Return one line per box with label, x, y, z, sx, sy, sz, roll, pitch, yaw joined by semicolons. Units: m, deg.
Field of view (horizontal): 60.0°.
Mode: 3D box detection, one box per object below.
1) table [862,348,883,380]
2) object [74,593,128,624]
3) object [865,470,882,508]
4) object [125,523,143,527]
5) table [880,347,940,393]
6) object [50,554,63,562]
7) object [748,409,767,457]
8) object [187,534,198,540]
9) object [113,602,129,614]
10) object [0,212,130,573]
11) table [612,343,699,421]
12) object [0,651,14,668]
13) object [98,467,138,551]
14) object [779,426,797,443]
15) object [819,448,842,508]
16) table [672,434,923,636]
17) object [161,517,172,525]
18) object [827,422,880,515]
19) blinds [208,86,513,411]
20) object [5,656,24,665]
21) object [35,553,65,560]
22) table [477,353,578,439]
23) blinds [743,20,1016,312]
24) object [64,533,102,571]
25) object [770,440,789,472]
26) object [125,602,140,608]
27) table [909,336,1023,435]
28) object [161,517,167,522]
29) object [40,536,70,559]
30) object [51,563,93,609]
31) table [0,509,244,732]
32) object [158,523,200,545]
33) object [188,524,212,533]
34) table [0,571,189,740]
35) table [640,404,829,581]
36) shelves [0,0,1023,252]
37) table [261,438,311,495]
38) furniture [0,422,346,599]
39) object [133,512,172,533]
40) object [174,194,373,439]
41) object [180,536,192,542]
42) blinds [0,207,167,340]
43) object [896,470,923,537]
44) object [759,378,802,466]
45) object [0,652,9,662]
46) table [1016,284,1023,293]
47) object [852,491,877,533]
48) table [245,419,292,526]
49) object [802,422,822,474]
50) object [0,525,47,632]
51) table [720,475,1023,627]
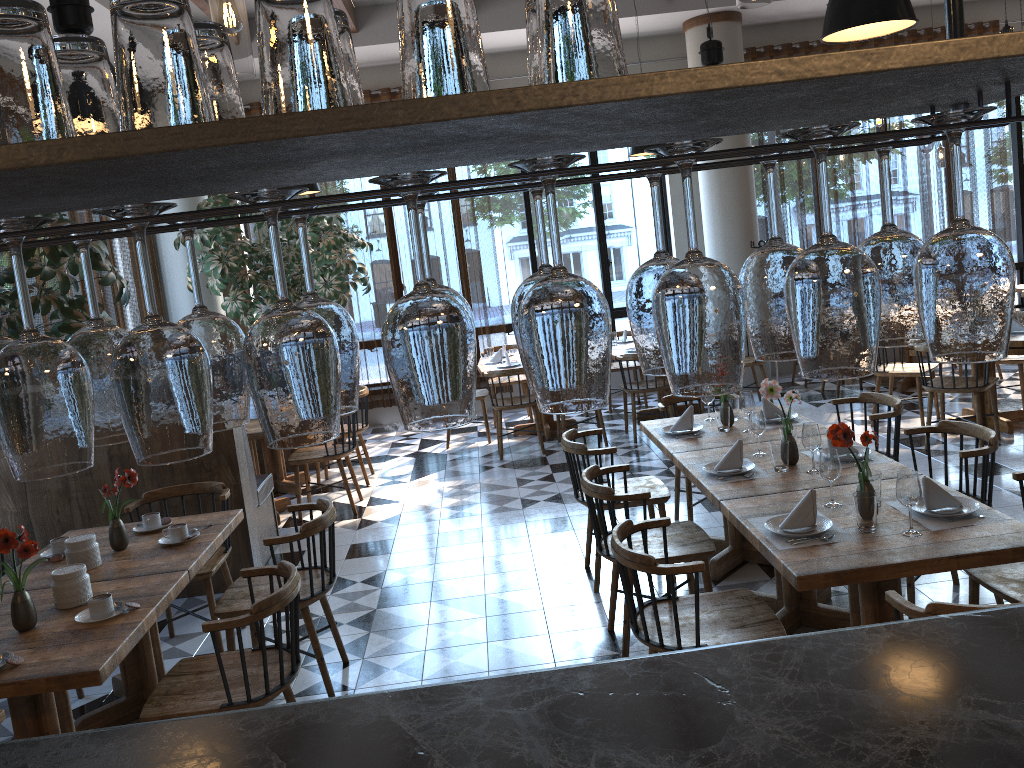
table;4.002;-0.476;9.898;0.850;0.760;0.854;-7;8;-2
object;-1.444;0.783;3.114;0.176;0.066;0.176;-14;11;-40
object;1.338;0.394;3.300;0.080;0.131;0.080;-3;8;28
object;-1.819;0.676;4.246;0.155;0.023;0.034;-3;9;25
table;4.043;-0.350;9.047;0.850;0.760;0.854;-7;8;-2
object;-1.977;0.755;3.848;0.053;0.025;0.049;-10;9;-24
object;1.169;0.232;4.213;0.081;0.214;0.081;-12;8;-38
object;-1.413;0.677;3.917;0.050;0.023;0.052;-8;8;-6
object;-1.379;0.794;3.127;0.034;0.012;0.156;-14;11;-39
object;-2.695;0.107;4.569;1.484;2.768;1.758;-9;7;-21
table;1.552;-0.044;8.965;1.214;0.760;1.222;-7;8;2
object;-1.664;0.860;2.777;0.176;0.066;0.176;-8;8;-10
object;-1.715;0.548;3.908;0.172;0.353;0.156;-13;9;-43
object;1.297;0.269;4.147;0.080;0.131;0.080;-3;8;28
object;1.210;0.357;3.365;0.081;0.214;0.081;-8;7;-10
table;1.288;0.735;4.077;0.850;0.760;0.854;-7;8;-2
object;-1.650;0.654;4.233;0.052;0.023;0.051;-7;8;-4
object;1.233;0.309;3.196;0.171;0.353;0.157;-2;8;35
blinds;-1.780;-1.479;10.102;3.198;3.565;0.156;-7;6;-2
object;-1.563;0.869;2.785;0.049;0.025;0.053;-9;8;-13
object;-2.001;0.752;3.880;0.156;0.012;0.034;-12;10;-30
table;0.301;0.110;8.921;1.214;0.760;1.222;-7;8;2
blinds;6.210;-2.464;10.379;7.266;3.565;0.160;-7;6;-2
object;-1.793;0.704;3.699;0.129;0.128;0.130;0;10;42
object;1.184;0.319;3.910;0.080;0.131;0.080;-5;7;13
object;-1.352;0.787;3.156;0.049;0.025;0.053;-12;10;-33
table;3.808;-0.032;7.149;0.864;0.760;0.869;0;10;43
object;-1.677;0.657;4.253;0.052;0.023;0.051;-7;8;-4
object;-2.005;0.723;3.941;0.176;0.066;0.176;1;11;43
object;-1.635;0.748;3.287;0.129;0.128;0.130;0;10;42
table;-1.682;1.102;3.965;0.850;0.760;0.854;-7;8;-2
object;-1.481;0.662;3.935;0.175;0.066;0.177;-5;9;13
object;-1.427;0.658;4.059;0.034;0.023;0.156;-3;9;23
table;-1.641;1.227;3.116;0.850;0.760;0.854;-7;8;-2
table;1.248;0.610;4.924;0.850;0.760;0.854;-7;8;-2
shelves;-0.670;-0.984;0.629;5.864;1.788;0.685;-7;7;-2
table;-2.098;0.570;7.764;0.850;0.760;0.854;-7;8;-2
furniture;-2.658;0.510;7.307;1.918;1.145;4.059;-7;8;-2
object;-1.701;0.650;4.186;0.176;0.066;0.176;-9;9;-16
object;-2.338;-0.647;9.225;1.762;2.768;1.480;-13;9;-43
object;-1.431;0.681;3.889;0.050;0.023;0.052;-8;8;-6
blinds;-3.644;-0.722;6.590;0.155;3.564;5.572;-7;8;-1
object;1.338;0.401;2.981;0.081;0.214;0.081;-8;7;-10
object;1.220;0.165;4.001;0.207;0.398;0.146;-13;9;-43
object;-1.599;0.875;2.768;0.034;0.012;0.156;-10;9;-19
table;6.186;-0.745;9.975;0.850;0.760;0.854;-7;8;-2
object;1.224;0.444;3.062;0.080;0.131;0.080;-5;7;13
table;-2.058;0.695;6.916;0.850;0.760;0.854;-7;8;-2
object;1.297;0.276;3.828;0.081;0.214;0.081;-8;7;-10
object;-1.710;0.672;3.094;0.156;0.353;0.171;-9;7;-16
table;1.329;0.860;3.229;0.850;0.760;0.854;-7;8;-2
